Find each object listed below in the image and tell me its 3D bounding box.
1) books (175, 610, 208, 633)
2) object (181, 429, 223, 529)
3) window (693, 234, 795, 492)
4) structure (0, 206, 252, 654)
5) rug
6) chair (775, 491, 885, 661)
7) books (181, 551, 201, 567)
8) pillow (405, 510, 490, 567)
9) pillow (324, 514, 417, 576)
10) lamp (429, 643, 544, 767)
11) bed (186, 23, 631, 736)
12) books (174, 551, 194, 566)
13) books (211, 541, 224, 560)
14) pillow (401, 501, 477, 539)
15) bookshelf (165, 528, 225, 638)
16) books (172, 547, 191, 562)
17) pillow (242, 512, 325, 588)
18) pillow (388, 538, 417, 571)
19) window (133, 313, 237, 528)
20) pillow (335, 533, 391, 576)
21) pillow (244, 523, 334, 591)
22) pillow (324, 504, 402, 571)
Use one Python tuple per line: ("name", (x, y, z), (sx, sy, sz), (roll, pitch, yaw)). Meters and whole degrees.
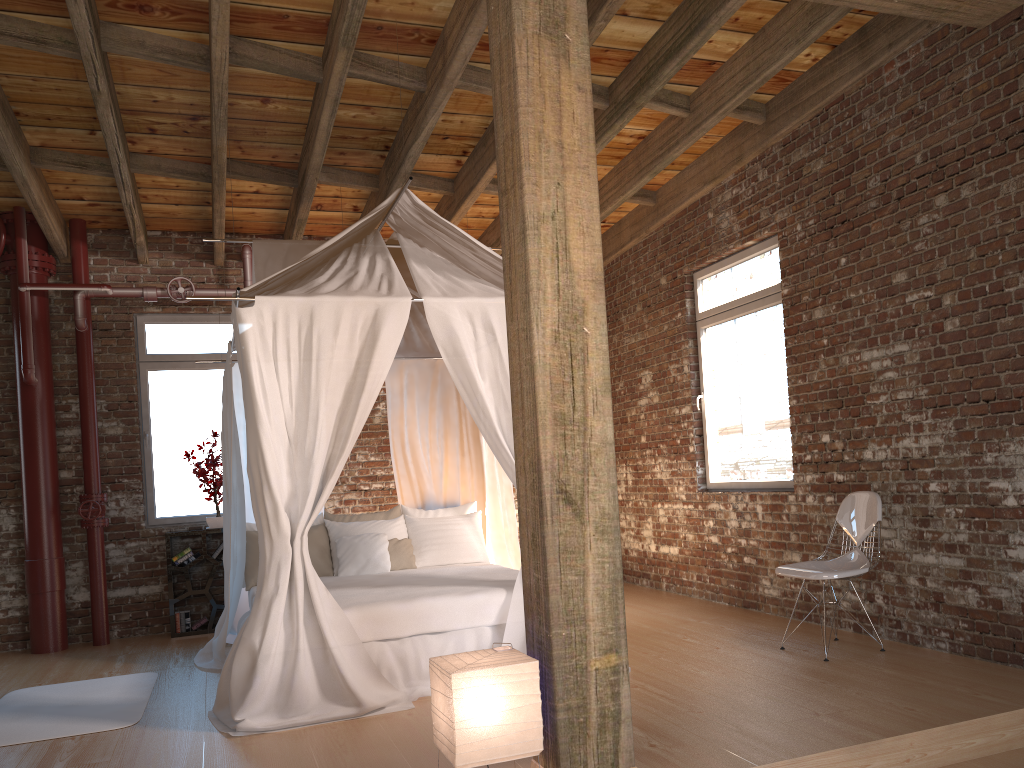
("books", (-2.617, 1.935, 7.216), (0.250, 0.159, 0.134), (-2, -3, -20))
("object", (-2.519, 0.787, 7.352), (0.418, 0.839, 0.395), (-3, -2, -24))
("window", (1.755, -0.094, 6.673), (0.172, 1.846, 1.314), (-4, -2, -19))
("structure", (-3.035, 0.323, 7.054), (2.005, 3.460, 0.575), (-3, -1, -21))
("rug", (-2.490, 1.802, 4.942), (0.862, 0.007, 1.435), (-2, -6, -18))
("chair", (1.856, 1.085, 5.105), (0.575, 0.896, 0.536), (-3, -2, -20))
("books", (-2.628, 1.435, 7.229), (0.157, 0.114, 0.134), (-2, -4, -20))
("pillow", (-0.485, 1.188, 6.696), (0.630, 0.432, 0.292), (-2, -3, -20))
("pillow", (-1.044, 1.168, 6.476), (0.614, 0.402, 0.348), (-2, -3, -23))
("lamp", (0.143, 1.273, 2.650), (0.362, 0.778, 1.377), (-3, -4, -27))
("bed", (-0.854, -0.158, 5.706), (2.504, 3.877, 2.665), (-3, -2, -20))
("books", (-2.683, 1.425, 7.209), (0.154, 0.109, 0.134), (-2, -4, -20))
("books", (-2.371, 1.382, 7.329), (0.244, 0.165, 0.134), (-2, -3, -20))
("pillow", (-0.550, 1.166, 6.879), (0.633, 0.498, 0.207), (-2, -2, -21))
("bookshelf", (-2.410, 1.626, 7.380), (0.858, 0.844, 0.292), (-3, -2, -21))
("books", (-2.697, 1.390, 7.204), (0.154, 0.109, 0.134), (-2, -4, -20))
("pillow", (-1.658, 1.208, 6.447), (0.634, 0.492, 0.199), (-2, -2, -20))
("pillow", (-0.845, 1.236, 6.404), (0.289, 0.233, 0.162), (-2, -3, -22))
("window", (-2.530, 0.290, 7.641), (1.349, 1.847, 0.167), (-3, -1, -21))
("pillow", (-1.063, 1.215, 6.285), (0.385, 0.291, 0.215), (-3, -3, -12))
("pillow", (-1.593, 1.220, 6.263), (0.615, 0.414, 0.357), (-2, -3, -23))
("pillow", (-1.114, 1.176, 6.664), (0.634, 0.494, 0.208), (-2, -2, -21))
